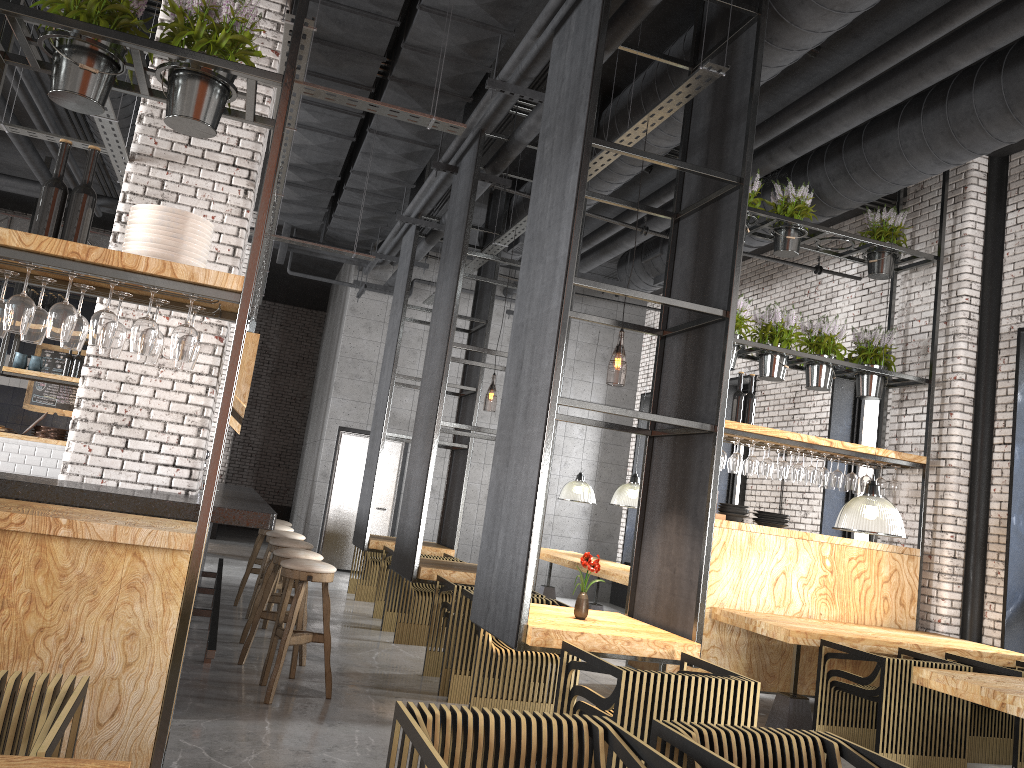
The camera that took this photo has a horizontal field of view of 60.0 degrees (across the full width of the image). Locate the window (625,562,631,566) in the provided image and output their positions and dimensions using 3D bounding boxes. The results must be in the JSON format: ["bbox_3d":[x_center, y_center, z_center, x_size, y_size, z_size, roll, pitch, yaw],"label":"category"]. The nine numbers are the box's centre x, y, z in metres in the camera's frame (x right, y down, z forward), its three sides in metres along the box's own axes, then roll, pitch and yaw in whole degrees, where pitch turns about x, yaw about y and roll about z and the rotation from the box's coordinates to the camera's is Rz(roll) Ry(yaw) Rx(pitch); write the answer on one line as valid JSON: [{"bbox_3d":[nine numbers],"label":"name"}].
[{"bbox_3d":[2.223,1.510,13.735,0.364,2.707,0.747,11,-9,-16],"label":"window"}]

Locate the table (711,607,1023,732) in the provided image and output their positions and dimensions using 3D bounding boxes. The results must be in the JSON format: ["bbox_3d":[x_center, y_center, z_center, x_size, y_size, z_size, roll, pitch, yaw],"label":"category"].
[{"bbox_3d":[2.634,2.225,6.566,2.114,0.765,0.998,10,-8,-16],"label":"table"}]

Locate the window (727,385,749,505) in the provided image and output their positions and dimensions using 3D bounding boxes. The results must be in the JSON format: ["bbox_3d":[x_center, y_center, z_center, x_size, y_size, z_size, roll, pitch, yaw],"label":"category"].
[{"bbox_3d":[2.949,1.302,11.444,0.364,2.707,0.747,11,-9,-16],"label":"window"}]

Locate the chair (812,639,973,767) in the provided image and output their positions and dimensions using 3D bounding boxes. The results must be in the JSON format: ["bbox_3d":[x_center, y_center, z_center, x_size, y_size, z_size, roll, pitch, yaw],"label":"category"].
[{"bbox_3d":[2.404,2.086,5.656,0.656,0.732,0.637,11,-9,-16],"label":"chair"}]

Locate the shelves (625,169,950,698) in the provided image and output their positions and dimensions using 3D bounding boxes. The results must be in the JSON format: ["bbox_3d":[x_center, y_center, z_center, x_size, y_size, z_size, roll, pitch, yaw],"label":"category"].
[{"bbox_3d":[2.437,0.172,7.669,2.330,5.034,0.688,11,-9,-16],"label":"shelves"}]

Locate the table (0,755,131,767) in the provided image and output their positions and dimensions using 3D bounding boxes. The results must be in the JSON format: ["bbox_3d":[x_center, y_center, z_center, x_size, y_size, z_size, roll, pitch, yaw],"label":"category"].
[{"bbox_3d":[-1.063,0.929,0.934,0.995,0.765,0.998,11,-8,-16],"label":"table"}]

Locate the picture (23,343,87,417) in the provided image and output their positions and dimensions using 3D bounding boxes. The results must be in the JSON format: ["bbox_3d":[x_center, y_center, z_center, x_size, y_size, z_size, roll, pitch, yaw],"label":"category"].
[{"bbox_3d":[-7.478,-0.047,14.738,0.979,1.146,0.020,11,-9,-16],"label":"picture"}]

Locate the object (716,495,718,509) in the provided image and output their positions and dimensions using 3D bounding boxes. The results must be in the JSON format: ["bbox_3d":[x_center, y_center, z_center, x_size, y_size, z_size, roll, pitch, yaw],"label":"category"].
[{"bbox_3d":[1.647,0.979,7.245,0.056,0.249,0.056,12,-10,-24],"label":"object"}]

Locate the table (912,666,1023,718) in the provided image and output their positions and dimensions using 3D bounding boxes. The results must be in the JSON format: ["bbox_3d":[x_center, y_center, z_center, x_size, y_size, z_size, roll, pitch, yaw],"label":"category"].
[{"bbox_3d":[3.269,2.043,4.564,2.114,0.765,0.998,10,-8,-16],"label":"table"}]

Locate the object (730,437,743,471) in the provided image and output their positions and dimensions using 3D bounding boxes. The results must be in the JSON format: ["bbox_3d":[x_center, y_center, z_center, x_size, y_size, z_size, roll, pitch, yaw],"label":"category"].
[{"bbox_3d":[1.840,0.576,7.253,0.101,0.268,0.100,5,-9,20],"label":"object"}]

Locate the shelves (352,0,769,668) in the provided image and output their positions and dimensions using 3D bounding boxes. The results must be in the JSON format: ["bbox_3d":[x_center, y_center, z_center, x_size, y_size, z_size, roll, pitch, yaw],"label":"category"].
[{"bbox_3d":[-0.113,-0.526,7.546,1.002,4.380,6.135,11,-8,-16],"label":"shelves"}]

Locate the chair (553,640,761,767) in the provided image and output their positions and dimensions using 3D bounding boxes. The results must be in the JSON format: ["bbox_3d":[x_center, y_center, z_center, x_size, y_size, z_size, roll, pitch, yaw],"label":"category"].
[{"bbox_3d":[0.589,1.584,3.877,0.656,0.732,0.637,11,-9,-18],"label":"chair"}]

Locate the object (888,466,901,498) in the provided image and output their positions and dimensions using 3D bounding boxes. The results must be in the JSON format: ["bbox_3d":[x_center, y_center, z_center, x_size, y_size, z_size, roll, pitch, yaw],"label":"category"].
[{"bbox_3d":[3.321,0.848,7.691,0.101,0.268,0.100,6,-9,14],"label":"object"}]

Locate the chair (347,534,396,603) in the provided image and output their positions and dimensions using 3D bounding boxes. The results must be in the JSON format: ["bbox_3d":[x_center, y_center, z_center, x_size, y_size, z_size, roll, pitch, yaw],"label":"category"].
[{"bbox_3d":[-1.522,2.182,10.473,0.656,0.732,0.637,11,-9,-17],"label":"chair"}]

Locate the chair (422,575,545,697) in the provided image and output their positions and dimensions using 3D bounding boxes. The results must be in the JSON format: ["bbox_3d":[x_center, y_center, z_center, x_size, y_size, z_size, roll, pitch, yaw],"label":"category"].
[{"bbox_3d":[-0.215,1.801,6.316,0.656,0.732,0.637,10,-9,-14],"label":"chair"}]

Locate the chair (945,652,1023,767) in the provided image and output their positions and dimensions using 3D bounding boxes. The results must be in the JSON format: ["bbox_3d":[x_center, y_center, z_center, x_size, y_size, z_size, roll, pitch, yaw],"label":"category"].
[{"bbox_3d":[3.381,2.267,5.966,0.656,0.732,0.637,11,-9,-18],"label":"chair"}]

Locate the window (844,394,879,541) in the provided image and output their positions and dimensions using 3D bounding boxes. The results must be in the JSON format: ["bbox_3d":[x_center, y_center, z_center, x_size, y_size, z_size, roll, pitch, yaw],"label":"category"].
[{"bbox_3d":[3.670,1.094,9.168,0.364,2.707,0.747,11,-9,-16],"label":"window"}]

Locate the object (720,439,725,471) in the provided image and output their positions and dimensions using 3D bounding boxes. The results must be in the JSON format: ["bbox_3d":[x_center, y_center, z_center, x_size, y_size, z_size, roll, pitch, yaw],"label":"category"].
[{"bbox_3d":[1.754,0.601,7.524,0.101,0.268,0.100,5,-9,20],"label":"object"}]

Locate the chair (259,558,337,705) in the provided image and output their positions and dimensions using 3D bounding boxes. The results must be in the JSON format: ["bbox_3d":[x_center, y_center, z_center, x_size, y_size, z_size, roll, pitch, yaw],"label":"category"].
[{"bbox_3d":[-1.320,1.476,5.422,0.479,0.808,0.439,16,-12,-42],"label":"chair"}]

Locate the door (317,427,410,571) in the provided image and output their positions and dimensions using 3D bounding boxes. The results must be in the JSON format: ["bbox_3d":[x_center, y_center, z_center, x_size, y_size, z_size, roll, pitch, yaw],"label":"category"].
[{"bbox_3d":[-2.240,1.752,13.221,1.119,2.109,0.158,11,-9,-16],"label":"door"}]

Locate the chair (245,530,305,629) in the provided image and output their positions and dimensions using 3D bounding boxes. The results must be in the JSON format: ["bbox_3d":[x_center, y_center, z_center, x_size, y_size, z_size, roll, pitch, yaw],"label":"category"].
[{"bbox_3d":[-1.992,1.699,7.758,0.438,0.808,0.480,13,-10,-27],"label":"chair"}]

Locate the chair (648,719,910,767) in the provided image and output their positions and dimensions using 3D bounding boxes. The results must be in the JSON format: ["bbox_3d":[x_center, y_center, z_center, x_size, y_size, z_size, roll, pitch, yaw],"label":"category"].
[{"bbox_3d":[0.789,1.420,2.470,0.656,0.732,0.637,11,-9,-17],"label":"chair"}]

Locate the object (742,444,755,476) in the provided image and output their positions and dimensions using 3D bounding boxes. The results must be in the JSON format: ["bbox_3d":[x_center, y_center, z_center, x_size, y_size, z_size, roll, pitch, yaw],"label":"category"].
[{"bbox_3d":[2.033,0.652,7.607,0.101,0.268,0.100,5,-9,20],"label":"object"}]

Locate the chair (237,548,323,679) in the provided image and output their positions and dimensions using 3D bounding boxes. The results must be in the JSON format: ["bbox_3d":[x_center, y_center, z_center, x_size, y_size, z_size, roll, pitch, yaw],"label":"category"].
[{"bbox_3d":[-1.509,1.528,5.997,0.479,0.808,0.438,13,-10,-27],"label":"chair"}]

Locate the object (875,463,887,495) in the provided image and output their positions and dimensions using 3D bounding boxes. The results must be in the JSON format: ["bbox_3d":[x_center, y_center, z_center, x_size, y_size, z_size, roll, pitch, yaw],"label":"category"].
[{"bbox_3d":[3.182,0.822,7.650,0.101,0.268,0.100,6,-9,14],"label":"object"}]

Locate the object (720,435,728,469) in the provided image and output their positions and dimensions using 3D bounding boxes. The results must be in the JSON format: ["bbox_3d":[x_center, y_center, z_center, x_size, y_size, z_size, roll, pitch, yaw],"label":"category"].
[{"bbox_3d":[1.701,0.551,7.212,0.101,0.268,0.100,5,-9,20],"label":"object"}]

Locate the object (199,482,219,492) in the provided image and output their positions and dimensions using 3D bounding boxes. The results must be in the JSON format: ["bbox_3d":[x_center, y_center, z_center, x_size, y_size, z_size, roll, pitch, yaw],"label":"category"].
[{"bbox_3d":[-2.396,0.783,6.949,0.200,0.106,0.765,10,-8,-16],"label":"object"}]

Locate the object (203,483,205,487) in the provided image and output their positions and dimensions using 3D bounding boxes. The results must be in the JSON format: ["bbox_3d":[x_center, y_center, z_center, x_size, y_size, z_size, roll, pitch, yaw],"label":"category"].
[{"bbox_3d":[-2.726,0.847,7.708,0.090,0.091,0.177,15,-11,-41],"label":"object"}]

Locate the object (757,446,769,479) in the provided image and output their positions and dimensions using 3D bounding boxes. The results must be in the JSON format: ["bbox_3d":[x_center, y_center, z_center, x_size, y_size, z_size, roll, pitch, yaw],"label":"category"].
[{"bbox_3d":[2.172,0.677,7.648,0.101,0.268,0.100,5,-9,20],"label":"object"}]

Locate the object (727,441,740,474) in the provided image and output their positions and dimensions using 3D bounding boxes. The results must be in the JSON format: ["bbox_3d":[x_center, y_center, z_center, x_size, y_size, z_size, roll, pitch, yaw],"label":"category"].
[{"bbox_3d":[1.894,0.626,7.566,0.101,0.268,0.100,5,-9,20],"label":"object"}]

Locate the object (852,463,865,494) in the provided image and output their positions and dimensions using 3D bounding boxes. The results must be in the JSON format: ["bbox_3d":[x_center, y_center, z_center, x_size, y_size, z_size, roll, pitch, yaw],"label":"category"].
[{"bbox_3d":[3.096,0.847,7.921,0.101,0.268,0.100,6,-9,14],"label":"object"}]

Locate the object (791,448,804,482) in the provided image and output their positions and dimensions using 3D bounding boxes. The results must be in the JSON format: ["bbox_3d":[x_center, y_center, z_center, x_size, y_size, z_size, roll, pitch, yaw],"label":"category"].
[{"bbox_3d":[2.389,0.677,7.416,0.101,0.268,0.100,5,-9,20],"label":"object"}]

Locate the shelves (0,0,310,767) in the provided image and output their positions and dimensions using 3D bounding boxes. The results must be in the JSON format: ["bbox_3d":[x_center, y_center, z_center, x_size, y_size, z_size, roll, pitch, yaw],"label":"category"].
[{"bbox_3d":[-2.746,-1.167,3.281,3.655,5.034,0.688,11,-9,-16],"label":"shelves"}]

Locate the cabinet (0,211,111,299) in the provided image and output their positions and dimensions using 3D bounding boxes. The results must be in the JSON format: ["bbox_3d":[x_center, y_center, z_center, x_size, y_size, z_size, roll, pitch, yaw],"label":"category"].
[{"bbox_3d":[-7.955,-1.732,13.860,5.857,1.774,0.680,10,-9,-16],"label":"cabinet"}]

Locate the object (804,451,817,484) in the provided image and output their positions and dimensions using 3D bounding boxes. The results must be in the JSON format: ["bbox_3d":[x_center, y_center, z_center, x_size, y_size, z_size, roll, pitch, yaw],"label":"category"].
[{"bbox_3d":[2.513,0.700,7.452,0.101,0.268,0.100,5,-9,20],"label":"object"}]

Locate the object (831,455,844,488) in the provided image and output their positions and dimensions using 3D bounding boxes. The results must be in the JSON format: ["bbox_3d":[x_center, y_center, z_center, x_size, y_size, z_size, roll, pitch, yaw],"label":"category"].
[{"bbox_3d":[2.765,0.746,7.527,0.101,0.268,0.100,5,-9,20],"label":"object"}]

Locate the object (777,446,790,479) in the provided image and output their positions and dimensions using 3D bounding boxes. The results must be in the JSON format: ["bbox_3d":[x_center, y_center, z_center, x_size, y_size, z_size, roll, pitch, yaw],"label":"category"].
[{"bbox_3d":[2.258,0.653,7.377,0.101,0.268,0.100,5,-9,20],"label":"object"}]

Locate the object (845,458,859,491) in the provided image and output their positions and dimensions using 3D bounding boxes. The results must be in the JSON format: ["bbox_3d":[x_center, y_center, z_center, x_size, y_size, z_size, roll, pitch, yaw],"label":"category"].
[{"bbox_3d":[2.904,0.771,7.568,0.101,0.268,0.100,6,-9,14],"label":"object"}]

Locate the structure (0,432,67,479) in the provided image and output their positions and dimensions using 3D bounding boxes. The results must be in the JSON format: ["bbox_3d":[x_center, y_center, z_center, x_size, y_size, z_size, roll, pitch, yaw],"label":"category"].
[{"bbox_3d":[-7.715,1.105,11.137,5.794,1.350,1.508,10,-8,-16],"label":"structure"}]

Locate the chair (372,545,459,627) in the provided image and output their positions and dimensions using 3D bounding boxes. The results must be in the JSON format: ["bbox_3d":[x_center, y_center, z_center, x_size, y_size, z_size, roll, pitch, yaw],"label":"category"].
[{"bbox_3d":[-0.964,2.030,8.777,0.656,0.732,0.637,10,-9,-15],"label":"chair"}]

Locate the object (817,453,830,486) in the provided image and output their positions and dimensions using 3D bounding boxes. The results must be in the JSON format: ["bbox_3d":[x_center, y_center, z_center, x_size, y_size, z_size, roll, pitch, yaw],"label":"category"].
[{"bbox_3d":[2.634,0.722,7.488,0.101,0.268,0.100,5,-9,20],"label":"object"}]

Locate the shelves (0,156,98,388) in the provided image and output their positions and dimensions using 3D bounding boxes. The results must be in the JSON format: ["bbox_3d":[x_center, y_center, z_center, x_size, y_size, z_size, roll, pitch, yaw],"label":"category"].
[{"bbox_3d":[-7.369,-1.784,11.644,5.671,3.076,0.596,10,-9,-16],"label":"shelves"}]

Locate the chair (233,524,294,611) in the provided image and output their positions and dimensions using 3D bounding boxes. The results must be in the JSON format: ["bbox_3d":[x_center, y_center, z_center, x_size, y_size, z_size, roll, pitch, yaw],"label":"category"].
[{"bbox_3d":[-2.395,1.752,8.572,0.438,0.808,0.479,11,-9,-17],"label":"chair"}]

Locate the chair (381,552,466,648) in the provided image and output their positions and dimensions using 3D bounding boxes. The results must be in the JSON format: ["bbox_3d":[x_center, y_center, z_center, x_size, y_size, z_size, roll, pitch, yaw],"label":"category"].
[{"bbox_3d":[-0.759,1.962,8.066,0.656,0.732,0.637,11,-9,-17],"label":"chair"}]

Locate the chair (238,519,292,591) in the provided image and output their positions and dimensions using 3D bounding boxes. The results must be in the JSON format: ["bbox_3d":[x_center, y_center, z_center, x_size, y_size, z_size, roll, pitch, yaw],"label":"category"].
[{"bbox_3d":[-2.533,1.853,9.456,0.480,0.808,0.437,0,-11,42],"label":"chair"}]

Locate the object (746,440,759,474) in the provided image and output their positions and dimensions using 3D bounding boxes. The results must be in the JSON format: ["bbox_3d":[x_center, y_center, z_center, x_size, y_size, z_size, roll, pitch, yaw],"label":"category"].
[{"bbox_3d":[1.979,0.602,7.294,0.101,0.268,0.100,5,-9,20],"label":"object"}]

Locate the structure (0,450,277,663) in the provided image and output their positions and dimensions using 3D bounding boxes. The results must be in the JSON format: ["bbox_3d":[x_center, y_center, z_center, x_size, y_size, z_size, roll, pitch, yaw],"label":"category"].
[{"bbox_3d":[-4.222,0.923,6.894,4.306,1.538,5.865,10,-8,-16],"label":"structure"}]

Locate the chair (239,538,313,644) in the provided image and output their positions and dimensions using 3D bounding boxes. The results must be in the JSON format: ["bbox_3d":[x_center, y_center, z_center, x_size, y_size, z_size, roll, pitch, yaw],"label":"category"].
[{"bbox_3d":[-1.743,1.611,6.853,0.439,0.808,0.479,3,-10,32],"label":"chair"}]

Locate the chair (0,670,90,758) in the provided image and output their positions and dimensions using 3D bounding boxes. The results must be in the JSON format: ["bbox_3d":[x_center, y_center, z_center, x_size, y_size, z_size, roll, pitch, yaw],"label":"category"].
[{"bbox_3d":[-1.343,1.030,1.840,0.656,0.732,0.637,11,-9,-17],"label":"chair"}]

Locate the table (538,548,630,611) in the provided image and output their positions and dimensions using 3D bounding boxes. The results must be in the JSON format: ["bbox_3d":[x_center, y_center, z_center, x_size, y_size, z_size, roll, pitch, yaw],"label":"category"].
[{"bbox_3d":[1.013,2.593,10.958,0.999,0.765,4.127,11,-8,-16],"label":"table"}]

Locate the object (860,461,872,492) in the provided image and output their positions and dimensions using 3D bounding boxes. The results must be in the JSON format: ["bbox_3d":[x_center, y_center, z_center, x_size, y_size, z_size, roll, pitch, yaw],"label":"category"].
[{"bbox_3d":[3.043,0.797,7.609,0.101,0.268,0.100,6,-9,14],"label":"object"}]

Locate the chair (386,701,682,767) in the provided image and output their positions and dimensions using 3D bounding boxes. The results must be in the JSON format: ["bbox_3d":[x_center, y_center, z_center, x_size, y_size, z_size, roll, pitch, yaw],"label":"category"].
[{"bbox_3d":[0.025,1.278,2.229,0.656,0.732,0.637,11,-9,-16],"label":"chair"}]

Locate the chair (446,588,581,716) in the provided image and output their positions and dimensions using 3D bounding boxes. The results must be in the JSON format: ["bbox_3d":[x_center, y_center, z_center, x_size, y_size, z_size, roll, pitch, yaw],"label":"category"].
[{"bbox_3d":[0.017,1.735,5.583,0.656,0.732,0.637,10,-9,-14],"label":"chair"}]

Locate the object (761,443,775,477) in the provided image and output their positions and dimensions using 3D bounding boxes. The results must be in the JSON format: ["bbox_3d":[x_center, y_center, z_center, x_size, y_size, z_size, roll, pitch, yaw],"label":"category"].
[{"bbox_3d":[2.119,0.627,7.335,0.101,0.268,0.100,5,-9,20],"label":"object"}]
